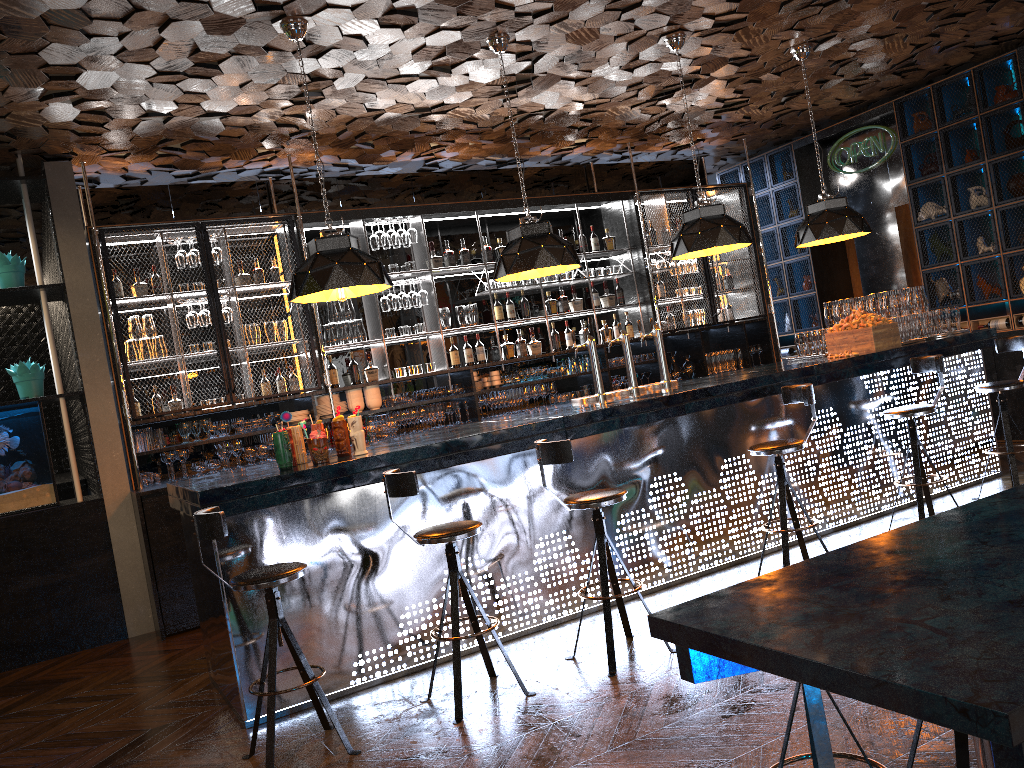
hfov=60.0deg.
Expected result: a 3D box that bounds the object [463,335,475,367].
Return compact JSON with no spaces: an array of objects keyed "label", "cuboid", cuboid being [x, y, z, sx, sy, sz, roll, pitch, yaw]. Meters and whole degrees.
[{"label":"object","cuboid":[-0.420,-0.313,8.423,0.086,0.298,0.086,-9,1,21]}]

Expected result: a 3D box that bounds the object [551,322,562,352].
[{"label":"object","cuboid":[0.428,-0.464,8.818,0.086,0.297,0.086,-10,1,6]}]

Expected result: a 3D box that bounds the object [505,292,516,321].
[{"label":"object","cuboid":[-0.021,-0.754,8.667,0.086,0.298,0.086,-9,1,21]}]

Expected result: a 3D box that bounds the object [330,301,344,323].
[{"label":"object","cuboid":[-1.547,-0.647,7.808,0.105,0.209,0.105,-9,1,17]}]

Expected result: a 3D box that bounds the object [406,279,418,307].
[{"label":"object","cuboid":[-0.911,-0.829,8.065,0.092,0.244,0.092,-9,1,23]}]

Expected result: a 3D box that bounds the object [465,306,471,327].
[{"label":"object","cuboid":[-0.405,-0.641,8.476,0.105,0.209,0.105,-9,1,17]}]

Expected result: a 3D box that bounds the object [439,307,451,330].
[{"label":"object","cuboid":[-0.623,-0.600,8.232,0.105,0.209,0.105,-9,1,17]}]

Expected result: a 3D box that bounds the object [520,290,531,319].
[{"label":"object","cuboid":[0.124,-0.779,8.713,0.086,0.297,0.086,-9,1,21]}]

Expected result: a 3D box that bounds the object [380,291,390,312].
[{"label":"object","cuboid":[-1.169,-0.786,8.112,0.092,0.244,0.092,-9,1,23]}]

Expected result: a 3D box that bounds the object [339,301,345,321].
[{"label":"object","cuboid":[-1.496,-0.658,7.949,0.105,0.209,0.105,-9,1,17]}]

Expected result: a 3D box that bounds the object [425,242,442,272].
[{"label":"object","cuboid":[-0.734,-1.187,8.290,0.123,0.279,0.123,-10,1,-39]}]

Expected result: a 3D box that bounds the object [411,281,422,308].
[{"label":"object","cuboid":[-0.897,-0.835,8.259,0.092,0.244,0.092,-9,1,23]}]

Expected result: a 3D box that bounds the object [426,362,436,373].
[{"label":"object","cuboid":[-0.745,-0.147,8.159,0.089,0.092,0.089,-10,1,-17]}]

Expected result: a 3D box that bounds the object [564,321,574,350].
[{"label":"object","cuboid":[0.570,-0.490,8.931,0.086,0.298,0.086,-9,1,21]}]

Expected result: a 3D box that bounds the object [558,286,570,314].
[{"label":"object","cuboid":[0.512,-0.840,8.918,0.083,0.282,0.083,-10,1,-28]}]

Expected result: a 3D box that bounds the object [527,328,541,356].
[{"label":"object","cuboid":[0.213,-0.415,8.713,0.123,0.279,0.123,-10,1,-14]}]

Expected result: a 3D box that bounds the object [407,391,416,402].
[{"label":"object","cuboid":[-0.912,0.119,8.107,0.109,0.100,0.109,-9,1,45]}]

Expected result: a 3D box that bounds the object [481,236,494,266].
[{"label":"object","cuboid":[-0.246,-1.284,8.552,0.083,0.282,0.083,-11,1,-43]}]

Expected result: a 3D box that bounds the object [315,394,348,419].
[{"label":"object","cuboid":[-1.576,0.192,7.635,0.306,0.195,0.300,-10,1,-27]}]

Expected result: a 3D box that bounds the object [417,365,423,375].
[{"label":"object","cuboid":[-0.866,-0.127,8.165,0.089,0.092,0.089,-10,1,-17]}]

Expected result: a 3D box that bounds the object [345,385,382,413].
[{"label":"object","cuboid":[-1.293,0.131,7.750,0.309,0.216,0.149,-10,1,-30]}]

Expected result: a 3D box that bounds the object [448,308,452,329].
[{"label":"object","cuboid":[-0.622,-0.603,8.363,0.105,0.209,0.105,-9,1,17]}]

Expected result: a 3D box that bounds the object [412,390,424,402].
[{"label":"object","cuboid":[-0.838,0.109,7.967,0.109,0.100,0.109,-9,1,45]}]

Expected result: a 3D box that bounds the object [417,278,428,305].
[{"label":"object","cuboid":[-0.821,-0.846,8.113,0.092,0.244,0.092,-9,1,23]}]

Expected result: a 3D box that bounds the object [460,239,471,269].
[{"label":"object","cuboid":[-0.452,-1.240,8.441,0.083,0.282,0.083,-10,1,-13]}]

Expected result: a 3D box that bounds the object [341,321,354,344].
[{"label":"object","cuboid":[-1.459,-0.451,7.841,0.105,0.209,0.105,-9,1,17]}]

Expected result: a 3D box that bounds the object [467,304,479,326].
[{"label":"object","cuboid":[-0.365,-0.647,8.375,0.105,0.209,0.105,-9,1,17]}]

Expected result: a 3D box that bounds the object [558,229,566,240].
[{"label":"object","cuboid":[0.509,-1.420,8.960,0.083,0.282,0.083,-10,1,-28]}]

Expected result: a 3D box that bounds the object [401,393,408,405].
[{"label":"object","cuboid":[-0.973,0.134,7.889,0.089,0.100,0.100,-10,1,8]}]

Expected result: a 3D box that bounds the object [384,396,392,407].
[{"label":"object","cuboid":[-1.078,0.152,7.898,0.089,0.100,0.100,-9,1,34]}]

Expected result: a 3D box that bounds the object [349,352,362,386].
[{"label":"object","cuboid":[-1.395,-0.136,7.833,0.086,0.297,0.086,-10,1,6]}]

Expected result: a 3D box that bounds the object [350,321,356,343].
[{"label":"object","cuboid":[-1.417,-0.460,7.976,0.105,0.209,0.105,-9,1,17]}]

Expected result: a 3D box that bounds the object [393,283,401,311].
[{"label":"object","cuboid":[-1.074,-0.803,8.164,0.092,0.244,0.092,-9,1,23]}]

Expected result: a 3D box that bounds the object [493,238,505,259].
[{"label":"object","cuboid":[-0.103,-1.291,8.627,0.151,0.248,0.094,-10,1,-24]}]

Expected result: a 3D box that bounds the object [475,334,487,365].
[{"label":"object","cuboid":[-0.306,-0.333,8.458,0.086,0.298,0.086,-9,1,21]}]

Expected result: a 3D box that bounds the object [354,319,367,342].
[{"label":"object","cuboid":[-1.353,-0.470,7.884,0.105,0.209,0.105,-9,1,17]}]

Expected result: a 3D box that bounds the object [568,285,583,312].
[{"label":"object","cuboid":[0.639,-0.860,8.971,0.123,0.279,0.123,-10,1,-14]}]

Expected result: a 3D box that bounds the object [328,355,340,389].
[{"label":"object","cuboid":[-1.576,-0.104,7.771,0.086,0.299,0.086,-9,1,21]}]

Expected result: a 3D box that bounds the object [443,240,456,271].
[{"label":"object","cuboid":[-0.597,-1.214,8.362,0.083,0.282,0.083,-11,1,-43]}]

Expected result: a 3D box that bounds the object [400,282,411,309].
[{"label":"object","cuboid":[-0.987,-0.819,8.210,0.092,0.244,0.092,-9,1,23]}]

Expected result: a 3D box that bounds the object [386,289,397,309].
[{"label":"object","cuboid":[-1.092,-0.797,7.967,0.092,0.244,0.092,-9,1,23]}]

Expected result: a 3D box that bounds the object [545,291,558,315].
[{"label":"object","cuboid":[0.381,-0.798,8.845,0.151,0.248,0.094,-10,1,-39]}]

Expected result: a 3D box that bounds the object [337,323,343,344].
[{"label":"object","cuboid":[-1.516,-0.442,7.934,0.105,0.209,0.105,-9,1,17]}]

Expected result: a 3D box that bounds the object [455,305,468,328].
[{"label":"object","cuboid":[-0.470,-0.628,8.346,0.105,0.209,0.105,-9,1,17]}]

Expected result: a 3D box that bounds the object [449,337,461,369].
[{"label":"object","cuboid":[-0.545,-0.289,8.327,0.086,0.299,0.086,-9,1,21]}]

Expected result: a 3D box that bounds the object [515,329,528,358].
[{"label":"object","cuboid":[0.086,-0.395,8.660,0.083,0.282,0.083,-10,1,-28]}]

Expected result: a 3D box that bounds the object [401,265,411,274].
[{"label":"object","cuboid":[-0.986,-1.056,8.270,0.089,0.092,0.089,-9,1,30]}]

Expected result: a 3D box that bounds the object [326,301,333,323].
[{"label":"object","cuboid":[-1.604,-0.639,7.904,0.105,0.209,0.105,-9,1,17]}]

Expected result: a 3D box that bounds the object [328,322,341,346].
[{"label":"object","cuboid":[-1.562,-0.432,7.785,0.105,0.209,0.105,-9,1,17]}]

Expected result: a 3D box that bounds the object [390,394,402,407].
[{"label":"object","cuboid":[-1.019,0.143,7.802,0.100,0.100,0.089,-10,1,-23]}]

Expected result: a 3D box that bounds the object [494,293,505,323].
[{"label":"object","cuboid":[-0.136,-0.731,8.576,0.086,0.299,0.086,-9,1,21]}]

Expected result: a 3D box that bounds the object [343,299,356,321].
[{"label":"object","cuboid":[-1.450,-0.665,7.871,0.105,0.209,0.105,-9,1,17]}]

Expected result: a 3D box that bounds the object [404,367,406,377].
[{"label":"object","cuboid":[-1.019,-0.101,8.179,0.089,0.092,0.089,-9,1,34]}]

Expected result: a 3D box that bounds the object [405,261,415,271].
[{"label":"object","cuboid":[-0.927,-1.064,8.093,0.089,0.092,0.089,-9,1,30]}]

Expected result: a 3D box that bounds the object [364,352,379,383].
[{"label":"object","cuboid":[-1.262,-0.150,7.917,0.123,0.279,0.123,-10,1,-14]}]

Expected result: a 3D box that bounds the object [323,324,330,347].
[{"label":"object","cuboid":[-1.626,-0.423,7.883,0.105,0.209,0.105,-9,1,17]}]

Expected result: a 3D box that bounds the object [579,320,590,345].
[{"label":"object","cuboid":[0.734,-0.511,9.011,0.083,0.282,0.083,-11,1,-43]}]

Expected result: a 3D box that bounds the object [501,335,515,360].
[{"label":"object","cuboid":[-0.045,-0.353,8.588,0.151,0.248,0.094,-10,1,-39]}]

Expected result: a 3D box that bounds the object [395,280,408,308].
[{"label":"object","cuboid":[-0.997,-0.814,8.018,0.092,0.244,0.092,-9,1,23]}]
